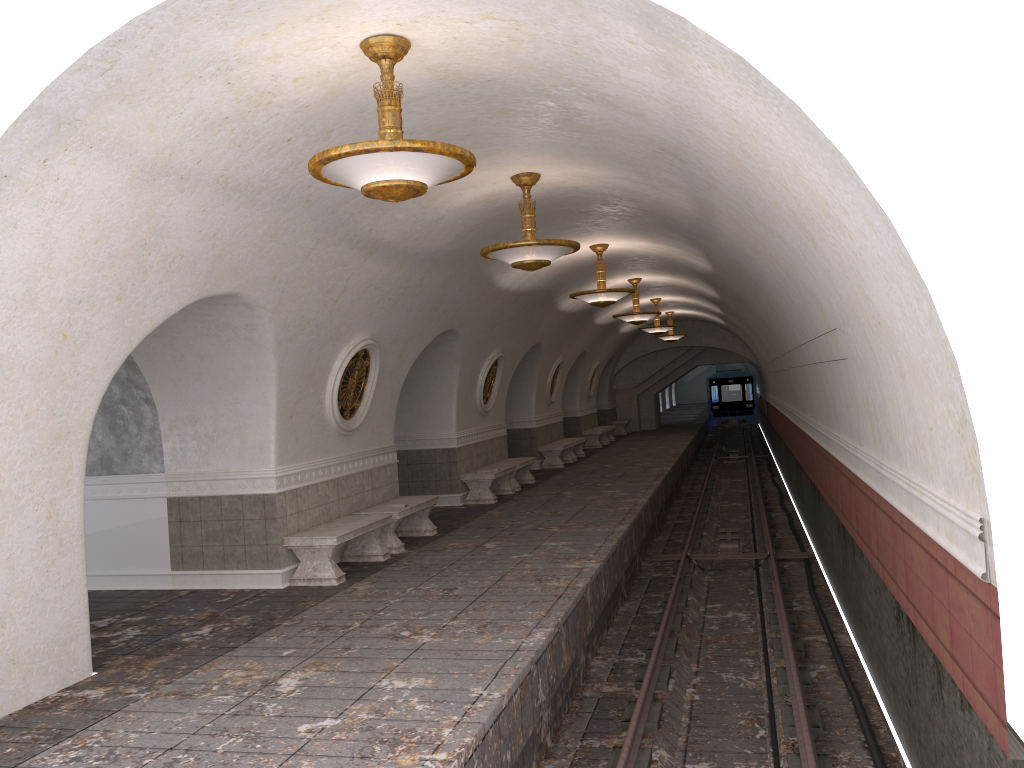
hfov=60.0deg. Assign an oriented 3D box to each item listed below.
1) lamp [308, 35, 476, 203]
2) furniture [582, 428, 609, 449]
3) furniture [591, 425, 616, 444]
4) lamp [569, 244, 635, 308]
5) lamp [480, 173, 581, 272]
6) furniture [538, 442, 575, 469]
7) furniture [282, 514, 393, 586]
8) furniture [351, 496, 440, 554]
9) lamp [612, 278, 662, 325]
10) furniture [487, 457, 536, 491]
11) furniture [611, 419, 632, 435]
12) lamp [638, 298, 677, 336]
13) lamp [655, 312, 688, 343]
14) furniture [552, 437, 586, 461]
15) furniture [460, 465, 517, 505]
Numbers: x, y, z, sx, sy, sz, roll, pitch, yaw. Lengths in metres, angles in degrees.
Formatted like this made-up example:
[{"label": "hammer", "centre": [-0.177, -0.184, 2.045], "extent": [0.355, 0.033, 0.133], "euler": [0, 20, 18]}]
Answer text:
[{"label": "lamp", "centre": [-0.736, -1.575, 5.367], "extent": [1.008, 0.955, 1.008], "euler": [-3, -1, -30]}, {"label": "furniture", "centre": [2.572, 1.665, 27.222], "extent": [0.613, 0.508, 1.509], "euler": [-4, 0, 14]}, {"label": "furniture", "centre": [2.987, 1.651, 28.852], "extent": [0.613, 0.508, 1.509], "euler": [-4, 0, 14]}, {"label": "lamp", "centre": [1.368, -1.645, 13.620], "extent": [1.008, 0.955, 1.008], "euler": [-4, 0, -2]}, {"label": "lamp", "centre": [0.167, -1.605, 8.909], "extent": [1.008, 0.955, 1.008], "euler": [-4, 0, -2]}, {"label": "furniture", "centre": [1.099, 1.714, 21.445], "extent": [0.613, 0.508, 1.509], "euler": [-4, 0, 14]}, {"label": "furniture", "centre": [-1.872, 1.813, 9.788], "extent": [0.613, 0.508, 1.509], "euler": [-4, 0, 14]}, {"label": "furniture", "centre": [-1.457, 1.799, 11.418], "extent": [0.613, 0.508, 1.509], "euler": [-4, 0, 14]}, {"label": "lamp", "centre": [2.561, -1.685, 18.301], "extent": [1.008, 0.955, 1.008], "euler": [-4, -1, 30]}, {"label": "furniture", "centre": [0.027, 1.750, 17.240], "extent": [0.613, 0.508, 1.509], "euler": [-4, 0, 14]}, {"label": "furniture", "centre": [4.128, 1.613, 33.330], "extent": [0.613, 0.508, 1.509], "euler": [-4, 0, 14]}, {"label": "lamp", "centre": [3.753, -1.724, 22.979], "extent": [1.008, 0.955, 1.008], "euler": [-4, -1, 30]}, {"label": "lamp", "centre": [4.946, -1.764, 27.659], "extent": [1.008, 0.955, 1.008], "euler": [-3, -1, -30]}, {"label": "furniture", "centre": [1.514, 1.700, 23.074], "extent": [0.613, 0.508, 1.509], "euler": [-4, 0, 14]}, {"label": "furniture", "centre": [-0.388, 1.763, 15.611], "extent": [0.613, 0.508, 1.509], "euler": [-4, 0, 14]}]
